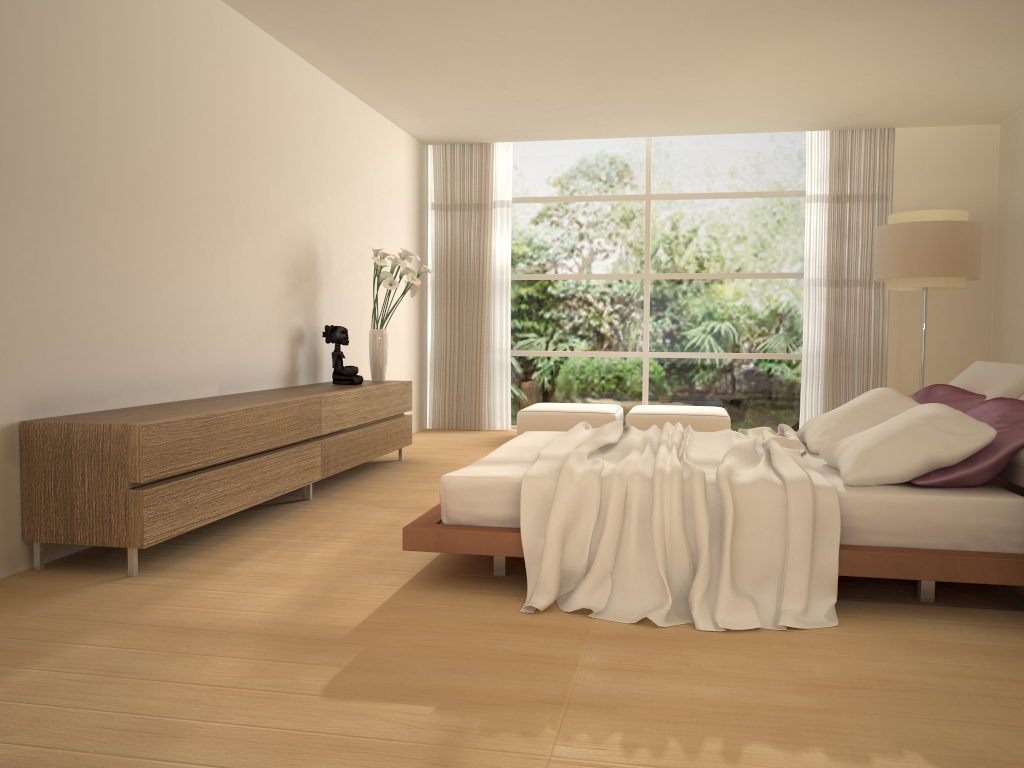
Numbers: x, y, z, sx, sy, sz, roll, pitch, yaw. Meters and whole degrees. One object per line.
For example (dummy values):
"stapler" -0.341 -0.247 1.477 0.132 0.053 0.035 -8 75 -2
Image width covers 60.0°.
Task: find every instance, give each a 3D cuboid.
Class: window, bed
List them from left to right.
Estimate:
"window" 1.453 -1.157 9.548 4.781 3.371 0.071 1 3 11
"bed" 0.990 0.531 4.398 2.535 0.570 2.599 1 3 11

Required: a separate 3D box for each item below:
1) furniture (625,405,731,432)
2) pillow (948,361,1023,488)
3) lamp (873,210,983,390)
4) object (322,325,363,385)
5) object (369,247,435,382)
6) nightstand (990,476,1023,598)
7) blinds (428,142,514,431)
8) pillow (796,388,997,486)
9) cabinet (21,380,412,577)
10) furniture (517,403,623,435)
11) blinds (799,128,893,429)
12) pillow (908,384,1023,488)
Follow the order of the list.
"furniture" 1.612 0.410 8.612 0.965 0.346 0.964 1 3 11
"pillow" 2.337 0.141 4.164 0.461 0.457 1.779 1 3 10
"lamp" 3.269 -0.327 7.042 0.817 2.018 0.817 -2 4 -36
"object" -1.277 -0.221 6.731 0.282 0.453 0.181 1 3 11
"object" -0.938 -0.561 7.149 0.515 1.085 0.608 -1 4 -31
"nightstand" 2.390 0.568 4.174 0.493 0.539 4.220 1 3 11
"blinds" -0.464 -1.169 9.670 0.950 3.352 0.211 1 3 10
"pillow" 1.746 0.218 4.270 0.561 0.339 1.720 1 3 11
"cabinet" -1.484 0.398 5.629 0.588 0.662 3.713 1 3 11
"furniture" 0.596 0.391 8.815 0.965 0.346 0.964 1 3 11
"blinds" 3.332 -1.097 8.858 0.814 3.351 0.202 1 3 10
"pillow" 2.013 0.208 4.223 0.575 0.369 1.683 1 3 11
